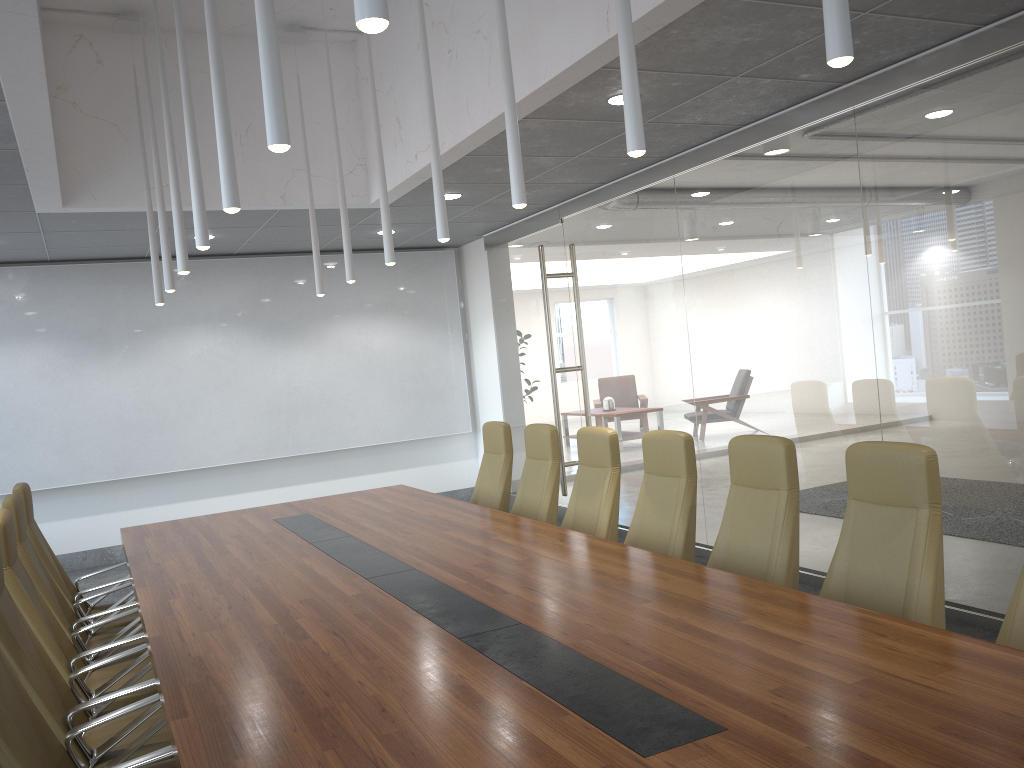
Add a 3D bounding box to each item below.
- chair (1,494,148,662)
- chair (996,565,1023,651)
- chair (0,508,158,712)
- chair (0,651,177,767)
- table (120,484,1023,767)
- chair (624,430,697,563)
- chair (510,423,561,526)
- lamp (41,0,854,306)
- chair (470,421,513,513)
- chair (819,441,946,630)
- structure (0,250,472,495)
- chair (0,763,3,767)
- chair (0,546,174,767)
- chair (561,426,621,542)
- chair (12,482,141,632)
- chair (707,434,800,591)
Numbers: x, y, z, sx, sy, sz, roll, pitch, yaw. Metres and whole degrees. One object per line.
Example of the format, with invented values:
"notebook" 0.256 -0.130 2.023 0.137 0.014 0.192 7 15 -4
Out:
"chair" -2.443 1.300 5.339 0.955 1.406 0.711 -6 2 -26
"chair" 1.684 0.967 2.881 0.955 1.406 0.711 -6 2 -26
"chair" -2.107 1.287 4.639 0.955 1.406 0.711 -6 2 -26
"chair" -1.408 1.260 3.180 0.955 1.406 0.711 -6 2 -26
"table" -0.564 1.398 4.462 2.300 0.895 6.500 -6 2 -26
"chair" 0.581 1.014 5.025 0.955 1.406 0.711 -6 2 -26
"chair" -0.113 1.040 6.471 0.955 1.406 0.711 -6 2 -26
"lamp" -0.890 -1.946 4.367 2.619 2.378 7.258 -6 2 -26
"chair" -0.459 1.053 7.192 0.955 1.406 0.711 -6 2 -26
"chair" 1.270 0.988 3.586 0.955 1.406 0.711 -6 2 -26
"structure" -0.687 -0.359 4.440 6.600 2.466 13.989 -6 2 -26
"chair" -1.058 1.247 2.451 0.955 1.406 0.711 -6 2 -26
"chair" -1.755 1.274 3.905 0.955 1.406 0.711 -6 2 -26
"chair" 0.237 1.027 5.742 0.955 1.406 0.711 -6 2 -26
"chair" -2.787 1.313 6.057 0.955 1.406 0.711 -6 2 -26
"chair" 0.926 1.001 4.303 0.955 1.406 0.711 -6 2 -26
